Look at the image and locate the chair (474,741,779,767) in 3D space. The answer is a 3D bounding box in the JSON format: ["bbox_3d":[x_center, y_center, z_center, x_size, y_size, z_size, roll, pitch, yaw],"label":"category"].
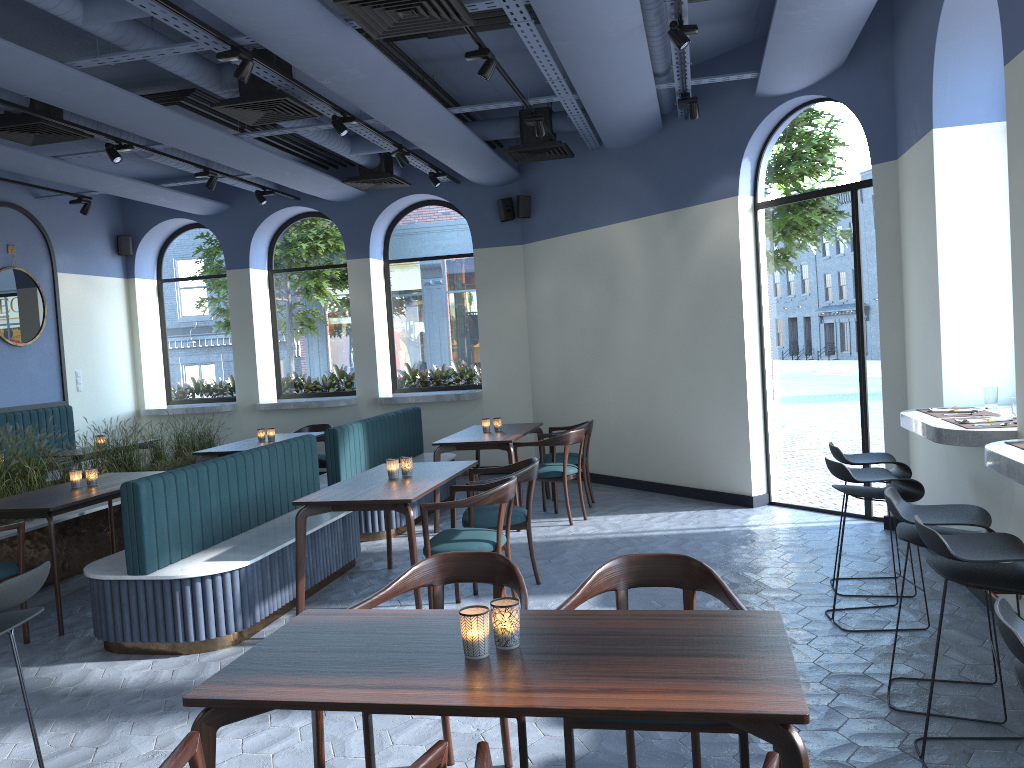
[{"bbox_3d":[0.208,1.076,1.641,0.618,0.793,0.525,-3,3,12],"label":"chair"}]

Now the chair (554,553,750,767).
[{"bbox_3d":[0.465,1.002,2.867,0.618,0.793,0.525,-3,3,12],"label":"chair"}]

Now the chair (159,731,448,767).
[{"bbox_3d":[-0.460,1.111,1.785,0.618,0.793,0.525,-3,3,12],"label":"chair"}]

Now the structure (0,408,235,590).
[{"bbox_3d":[-3.635,0.831,7.484,1.143,1.207,4.878,-3,3,14],"label":"structure"}]

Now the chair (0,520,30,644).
[{"bbox_3d":[-3.114,1.126,4.963,0.618,0.793,0.525,-3,3,12],"label":"chair"}]

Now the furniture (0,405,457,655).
[{"bbox_3d":[-3.301,0.842,7.413,4.703,1.150,4.800,-3,3,12],"label":"furniture"}]

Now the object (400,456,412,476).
[{"bbox_3d":[-0.668,0.522,5.621,0.078,0.120,0.078,-4,3,-5],"label":"object"}]

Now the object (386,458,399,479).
[{"bbox_3d":[-0.747,0.530,5.564,0.078,0.120,0.078,-4,3,-5],"label":"object"}]

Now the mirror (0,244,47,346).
[{"bbox_3d":[-5.691,-0.846,7.822,0.026,1.089,4.357,-3,3,12],"label":"mirror"}]

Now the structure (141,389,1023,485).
[{"bbox_3d":[0.135,0.288,6.430,4.315,0.080,14.155,-5,3,-27],"label":"structure"}]

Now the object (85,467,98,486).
[{"bbox_3d":[-2.892,0.638,6.102,0.078,0.120,0.078,-4,3,-5],"label":"object"}]

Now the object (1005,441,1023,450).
[{"bbox_3d":[2.205,0.242,3.511,0.322,0.027,0.497,-3,3,12],"label":"object"}]

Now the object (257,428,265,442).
[{"bbox_3d":[-2.418,0.492,8.562,0.078,0.120,0.078,-2,3,29],"label":"object"}]

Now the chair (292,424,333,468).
[{"bbox_3d":[-2.143,0.851,9.527,0.618,0.793,0.525,-3,3,12],"label":"chair"}]

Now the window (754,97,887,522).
[{"bbox_3d":[2.503,-0.604,7.158,0.020,3.335,1.298,-5,3,-33],"label":"window"}]

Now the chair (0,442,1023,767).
[{"bbox_3d":[-0.068,0.970,2.554,3.651,0.949,6.322,-3,3,11],"label":"chair"}]

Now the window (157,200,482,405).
[{"bbox_3d":[0.246,-0.952,6.488,3.897,2.394,14.212,-5,3,-27],"label":"window"}]

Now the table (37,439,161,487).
[{"bbox_3d":[-4.136,1.017,9.008,0.548,0.755,1.332,-3,3,12],"label":"table"}]

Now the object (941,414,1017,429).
[{"bbox_3d":[2.417,0.182,4.511,0.322,0.027,0.497,-3,3,12],"label":"object"}]

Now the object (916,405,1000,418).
[{"bbox_3d":[2.534,0.149,5.060,0.322,0.027,0.497,-3,3,12],"label":"object"}]

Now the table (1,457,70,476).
[{"bbox_3d":[-4.428,1.099,7.642,0.548,0.755,1.332,-3,3,12],"label":"table"}]

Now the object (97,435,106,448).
[{"bbox_3d":[-4.132,0.582,8.927,0.078,0.120,0.078,-4,3,-5],"label":"object"}]

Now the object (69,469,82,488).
[{"bbox_3d":[-2.971,0.646,6.045,0.078,0.120,0.078,-4,3,-5],"label":"object"}]

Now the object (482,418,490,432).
[{"bbox_3d":[-0.237,0.377,8.122,0.078,0.120,0.078,-2,3,29],"label":"object"}]

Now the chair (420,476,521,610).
[{"bbox_3d":[-0.213,0.940,5.073,0.525,0.793,0.618,-3,3,12],"label":"chair"}]

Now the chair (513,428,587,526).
[{"bbox_3d":[0.376,0.784,7.614,0.525,0.793,0.618,-2,3,36],"label":"chair"}]

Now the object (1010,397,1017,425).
[{"bbox_3d":[2.486,0.134,4.339,0.080,0.132,0.080,-2,3,27],"label":"object"}]

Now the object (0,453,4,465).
[{"bbox_3d":[-4.428,0.661,7.654,0.078,0.120,0.078,-4,3,-5],"label":"object"}]

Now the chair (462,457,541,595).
[{"bbox_3d":[-0.061,0.898,5.779,0.525,0.793,0.618,-4,3,-2],"label":"chair"}]

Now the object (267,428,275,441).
[{"bbox_3d":[-2.321,0.487,8.546,0.078,0.120,0.078,-2,3,29],"label":"object"}]

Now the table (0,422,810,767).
[{"bbox_3d":[-1.337,1.053,4.539,3.997,0.755,9.778,-4,3,-4],"label":"table"}]

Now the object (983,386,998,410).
[{"bbox_3d":[2.753,0.081,5.100,0.080,0.132,0.080,-2,3,27],"label":"object"}]

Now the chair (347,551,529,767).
[{"bbox_3d":[-0.190,1.033,3.071,0.618,0.793,0.525,-3,3,12],"label":"chair"}]

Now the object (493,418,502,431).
[{"bbox_3d":[-0.132,0.371,8.116,0.078,0.120,0.078,-2,3,29],"label":"object"}]

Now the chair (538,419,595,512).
[{"bbox_3d":[0.520,0.743,8.284,0.525,0.793,0.618,-3,3,12],"label":"chair"}]

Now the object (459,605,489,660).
[{"bbox_3d":[-0.095,0.643,2.293,0.078,0.120,0.078,-2,3,29],"label":"object"}]

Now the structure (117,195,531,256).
[{"bbox_3d":[-2.988,-1.583,4.957,7.261,0.268,13.143,-4,3,-5],"label":"structure"}]

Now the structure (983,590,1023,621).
[{"bbox_3d":[0.147,1.336,1.949,6.894,0.250,5.649,-4,3,-16],"label":"structure"}]

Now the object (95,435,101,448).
[{"bbox_3d":[-4.189,0.582,9.007,0.078,0.120,0.078,-4,3,-5],"label":"object"}]

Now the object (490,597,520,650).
[{"bbox_3d":[-0.016,0.636,2.351,0.078,0.120,0.078,-2,3,29],"label":"object"}]
